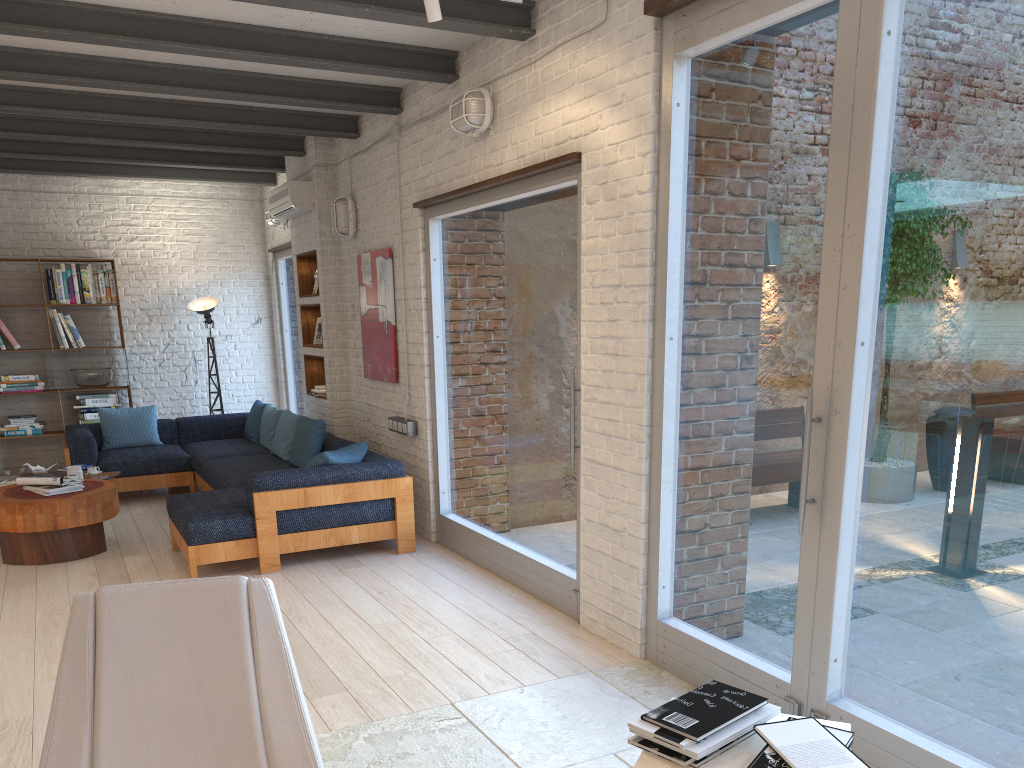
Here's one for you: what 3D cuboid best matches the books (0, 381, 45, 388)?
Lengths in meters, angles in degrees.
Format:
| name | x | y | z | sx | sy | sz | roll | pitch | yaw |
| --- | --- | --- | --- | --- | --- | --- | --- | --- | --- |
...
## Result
| name | x | y | z | sx | sy | sz | roll | pitch | yaw |
| --- | --- | --- | --- | --- | --- | --- | --- | --- | --- |
| books | -4.851 | 0.003 | 8.624 | 0.375 | 0.038 | 0.239 | -4 | 6 | -33 |

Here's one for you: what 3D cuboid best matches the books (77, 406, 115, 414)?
| name | x | y | z | sx | sy | sz | roll | pitch | yaw |
| --- | --- | --- | --- | --- | --- | --- | --- | --- | --- |
| books | -4.281 | 0.257 | 8.970 | 0.323 | 0.057 | 0.249 | -4 | 6 | -32 |

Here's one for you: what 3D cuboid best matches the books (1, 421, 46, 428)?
| name | x | y | z | sx | sy | sz | roll | pitch | yaw |
| --- | --- | --- | --- | --- | --- | --- | --- | --- | --- |
| books | -4.885 | 0.402 | 8.715 | 0.375 | 0.019 | 0.239 | -4 | 6 | -34 |

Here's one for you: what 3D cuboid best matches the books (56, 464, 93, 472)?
| name | x | y | z | sx | sy | sz | roll | pitch | yaw |
| --- | --- | --- | --- | --- | --- | --- | --- | --- | --- |
| books | -3.621 | 0.695 | 7.225 | 0.162 | 0.023 | 0.225 | 1 | 5 | 21 |

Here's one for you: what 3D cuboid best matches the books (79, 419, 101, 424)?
| name | x | y | z | sx | sy | sz | roll | pitch | yaw |
| --- | --- | --- | --- | --- | --- | --- | --- | --- | --- |
| books | -4.277 | 0.376 | 9.032 | 0.359 | 0.057 | 0.276 | -3 | 6 | -25 |

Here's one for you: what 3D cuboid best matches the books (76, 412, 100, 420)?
| name | x | y | z | sx | sy | sz | roll | pitch | yaw |
| --- | --- | --- | --- | --- | --- | --- | --- | --- | --- |
| books | -4.261 | 0.316 | 9.008 | 0.374 | 0.067 | 0.240 | -5 | 7 | -40 |

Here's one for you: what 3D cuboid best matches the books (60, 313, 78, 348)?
| name | x | y | z | sx | sy | sz | roll | pitch | yaw |
| --- | --- | --- | --- | --- | --- | --- | --- | --- | --- |
| books | -4.440 | -0.535 | 8.733 | 0.123 | 0.361 | 0.264 | -8 | 13 | -27 |

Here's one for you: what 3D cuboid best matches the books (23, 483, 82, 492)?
| name | x | y | z | sx | sy | sz | roll | pitch | yaw |
| --- | --- | --- | --- | --- | --- | --- | --- | --- | --- |
| books | -3.216 | 0.712 | 6.107 | 0.315 | 0.011 | 0.247 | 2 | 6 | 37 |

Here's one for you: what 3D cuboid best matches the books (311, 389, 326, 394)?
| name | x | y | z | sx | sy | sz | roll | pitch | yaw |
| --- | --- | --- | --- | --- | --- | --- | --- | --- | --- |
| books | -1.715 | 0.064 | 7.932 | 0.170 | 0.019 | 0.231 | -3 | 5 | -25 |

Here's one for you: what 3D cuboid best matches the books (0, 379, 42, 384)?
| name | x | y | z | sx | sy | sz | roll | pitch | yaw |
| --- | --- | --- | --- | --- | --- | --- | --- | --- | --- |
| books | -4.863 | -0.027 | 8.633 | 0.353 | 0.021 | 0.266 | -4 | 5 | -29 |

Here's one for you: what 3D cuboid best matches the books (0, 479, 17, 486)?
| name | x | y | z | sx | sy | sz | roll | pitch | yaw |
| --- | --- | --- | --- | --- | --- | --- | --- | --- | --- |
| books | -3.767 | 0.749 | 6.663 | 0.317 | 0.011 | 0.245 | -2 | 5 | -14 |

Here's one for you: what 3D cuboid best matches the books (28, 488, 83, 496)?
| name | x | y | z | sx | sy | sz | roll | pitch | yaw |
| --- | --- | --- | --- | --- | --- | --- | --- | --- | --- |
| books | -3.212 | 0.743 | 6.129 | 0.314 | 0.011 | 0.248 | 3 | 6 | 42 |

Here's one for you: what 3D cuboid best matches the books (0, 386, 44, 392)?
| name | x | y | z | sx | sy | sz | roll | pitch | yaw |
| --- | --- | --- | --- | --- | --- | --- | --- | --- | --- |
| books | -4.864 | 0.040 | 8.634 | 0.376 | 0.038 | 0.239 | -4 | 6 | -32 |

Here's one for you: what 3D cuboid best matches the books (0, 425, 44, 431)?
| name | x | y | z | sx | sy | sz | roll | pitch | yaw |
| --- | --- | --- | --- | --- | --- | --- | --- | --- | --- |
| books | -4.903 | 0.429 | 8.723 | 0.377 | 0.038 | 0.238 | -3 | 5 | -27 |

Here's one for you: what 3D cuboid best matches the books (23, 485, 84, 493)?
| name | x | y | z | sx | sy | sz | roll | pitch | yaw |
| --- | --- | --- | --- | --- | --- | --- | --- | --- | --- |
| books | -3.219 | 0.722 | 6.117 | 0.316 | 0.011 | 0.246 | 2 | 5 | 32 |

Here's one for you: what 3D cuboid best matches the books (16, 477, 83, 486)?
| name | x | y | z | sx | sy | sz | roll | pitch | yaw |
| --- | --- | --- | --- | --- | --- | --- | --- | --- | --- |
| books | -3.263 | 0.694 | 6.166 | 0.322 | 0.113 | 0.264 | 0 | 6 | 5 |

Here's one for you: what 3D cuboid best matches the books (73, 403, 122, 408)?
| name | x | y | z | sx | sy | sz | roll | pitch | yaw |
| --- | --- | --- | --- | --- | --- | --- | --- | --- | --- |
| books | -4.273 | 0.217 | 8.979 | 0.441 | 0.021 | 0.266 | -3 | 5 | -27 |

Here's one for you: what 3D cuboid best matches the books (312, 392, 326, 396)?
| name | x | y | z | sx | sy | sz | roll | pitch | yaw |
| --- | --- | --- | --- | --- | --- | --- | --- | --- | --- |
| books | -1.727 | 0.090 | 7.946 | 0.161 | 0.018 | 0.245 | -2 | 5 | -18 |

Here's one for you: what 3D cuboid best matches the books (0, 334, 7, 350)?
| name | x | y | z | sx | sy | sz | roll | pitch | yaw |
| --- | --- | --- | --- | --- | --- | --- | --- | --- | --- |
| books | -4.992 | -0.521 | 8.438 | 0.120 | 0.395 | 0.237 | -8 | 14 | -27 |

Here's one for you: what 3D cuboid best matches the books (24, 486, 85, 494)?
| name | x | y | z | sx | sy | sz | roll | pitch | yaw |
| --- | --- | --- | --- | --- | --- | --- | --- | --- | --- |
| books | -3.221 | 0.731 | 6.138 | 0.316 | 0.011 | 0.246 | 2 | 5 | 32 |

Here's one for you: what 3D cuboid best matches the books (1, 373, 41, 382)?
| name | x | y | z | sx | sy | sz | roll | pitch | yaw |
| --- | --- | --- | --- | --- | --- | --- | --- | --- | --- |
| books | -4.855 | -0.066 | 8.625 | 0.324 | 0.057 | 0.248 | -3 | 6 | -25 |

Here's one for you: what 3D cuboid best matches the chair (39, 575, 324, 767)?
| name | x | y | z | sx | sy | sz | roll | pitch | yaw |
| --- | --- | --- | --- | --- | --- | --- | --- | --- | --- |
| chair | -0.719 | 1.006 | 1.834 | 1.025 | 1.052 | 0.940 | -3 | 10 | -11 |

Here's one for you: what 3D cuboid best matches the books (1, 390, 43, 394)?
| name | x | y | z | sx | sy | sz | roll | pitch | yaw |
| --- | --- | --- | --- | --- | --- | --- | --- | --- | --- |
| books | -4.858 | 0.068 | 8.651 | 0.353 | 0.021 | 0.266 | -3 | 5 | -27 |

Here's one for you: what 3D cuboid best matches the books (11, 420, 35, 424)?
| name | x | y | z | sx | sy | sz | roll | pitch | yaw |
| --- | --- | --- | --- | --- | --- | --- | --- | --- | --- |
| books | -4.897 | 0.374 | 8.727 | 0.204 | 0.035 | 0.129 | -3 | 6 | -27 |

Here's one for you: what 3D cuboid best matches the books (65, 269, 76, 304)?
| name | x | y | z | sx | sy | sz | roll | pitch | yaw |
| --- | --- | --- | --- | --- | --- | --- | --- | --- | --- |
| books | -4.385 | -0.961 | 8.658 | 0.055 | 0.341 | 0.248 | -8 | 13 | -27 |

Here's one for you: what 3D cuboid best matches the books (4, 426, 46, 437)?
| name | x | y | z | sx | sy | sz | roll | pitch | yaw |
| --- | --- | --- | --- | --- | --- | --- | --- | --- | --- |
| books | -4.880 | 0.476 | 8.737 | 0.325 | 0.057 | 0.248 | -2 | 5 | -17 |

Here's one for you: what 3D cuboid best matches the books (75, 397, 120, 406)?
| name | x | y | z | sx | sy | sz | roll | pitch | yaw |
| --- | --- | --- | --- | --- | --- | --- | --- | --- | --- |
| books | -4.274 | 0.172 | 8.987 | 0.376 | 0.067 | 0.239 | -4 | 6 | -33 |

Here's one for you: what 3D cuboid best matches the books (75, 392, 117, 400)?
| name | x | y | z | sx | sy | sz | roll | pitch | yaw |
| --- | --- | --- | --- | --- | --- | --- | --- | --- | --- |
| books | -4.277 | 0.122 | 8.968 | 0.377 | 0.038 | 0.238 | -3 | 5 | -27 |

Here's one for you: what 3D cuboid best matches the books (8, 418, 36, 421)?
| name | x | y | z | sx | sy | sz | roll | pitch | yaw |
| --- | --- | --- | --- | --- | --- | --- | --- | --- | --- |
| books | -4.906 | 0.347 | 8.724 | 0.234 | 0.019 | 0.167 | -4 | 6 | -34 |

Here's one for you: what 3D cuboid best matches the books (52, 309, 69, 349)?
| name | x | y | z | sx | sy | sz | roll | pitch | yaw |
| --- | --- | --- | --- | --- | --- | --- | --- | --- | --- |
| books | -4.498 | -0.547 | 8.679 | 0.102 | 0.397 | 0.237 | -8 | 14 | -27 |

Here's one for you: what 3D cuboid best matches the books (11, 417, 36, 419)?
| name | x | y | z | sx | sy | sz | roll | pitch | yaw |
| --- | --- | --- | --- | --- | --- | --- | --- | --- | --- |
| books | -4.897 | 0.334 | 8.718 | 0.241 | 0.008 | 0.152 | -3 | 5 | -27 |

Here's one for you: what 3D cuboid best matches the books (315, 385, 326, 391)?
| name | x | y | z | sx | sy | sz | roll | pitch | yaw |
| --- | --- | --- | --- | --- | --- | --- | --- | --- | --- |
| books | -1.717 | 0.037 | 7.932 | 0.132 | 0.035 | 0.200 | -3 | 5 | -18 |

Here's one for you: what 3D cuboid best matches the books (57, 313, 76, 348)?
| name | x | y | z | sx | sy | sz | roll | pitch | yaw |
| --- | --- | --- | --- | --- | --- | --- | --- | --- | --- |
| books | -4.455 | -0.534 | 8.716 | 0.123 | 0.361 | 0.264 | -8 | 13 | -27 |

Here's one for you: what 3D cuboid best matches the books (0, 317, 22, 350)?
| name | x | y | z | sx | sy | sz | roll | pitch | yaw |
| --- | --- | --- | --- | --- | --- | --- | --- | --- | --- |
| books | -4.921 | -0.496 | 8.507 | 0.193 | 0.330 | 0.248 | -7 | 12 | -27 |

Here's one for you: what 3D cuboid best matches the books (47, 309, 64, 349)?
| name | x | y | z | sx | sy | sz | roll | pitch | yaw |
| --- | --- | --- | --- | --- | --- | --- | --- | --- | --- |
| books | -4.542 | -0.547 | 8.683 | 0.100 | 0.397 | 0.237 | -8 | 14 | -27 |

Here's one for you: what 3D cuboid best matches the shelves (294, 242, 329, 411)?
| name | x | y | z | sx | sy | sz | roll | pitch | yaw |
| --- | --- | --- | --- | --- | --- | --- | --- | --- | --- |
| shelves | -1.707 | -0.495 | 7.829 | 0.190 | 1.477 | 0.747 | -8 | 14 | -27 |

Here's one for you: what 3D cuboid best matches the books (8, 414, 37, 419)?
| name | x | y | z | sx | sy | sz | roll | pitch | yaw |
| --- | --- | --- | --- | --- | --- | --- | --- | --- | --- |
| books | -4.889 | 0.322 | 8.704 | 0.250 | 0.018 | 0.158 | -3 | 5 | -27 |
